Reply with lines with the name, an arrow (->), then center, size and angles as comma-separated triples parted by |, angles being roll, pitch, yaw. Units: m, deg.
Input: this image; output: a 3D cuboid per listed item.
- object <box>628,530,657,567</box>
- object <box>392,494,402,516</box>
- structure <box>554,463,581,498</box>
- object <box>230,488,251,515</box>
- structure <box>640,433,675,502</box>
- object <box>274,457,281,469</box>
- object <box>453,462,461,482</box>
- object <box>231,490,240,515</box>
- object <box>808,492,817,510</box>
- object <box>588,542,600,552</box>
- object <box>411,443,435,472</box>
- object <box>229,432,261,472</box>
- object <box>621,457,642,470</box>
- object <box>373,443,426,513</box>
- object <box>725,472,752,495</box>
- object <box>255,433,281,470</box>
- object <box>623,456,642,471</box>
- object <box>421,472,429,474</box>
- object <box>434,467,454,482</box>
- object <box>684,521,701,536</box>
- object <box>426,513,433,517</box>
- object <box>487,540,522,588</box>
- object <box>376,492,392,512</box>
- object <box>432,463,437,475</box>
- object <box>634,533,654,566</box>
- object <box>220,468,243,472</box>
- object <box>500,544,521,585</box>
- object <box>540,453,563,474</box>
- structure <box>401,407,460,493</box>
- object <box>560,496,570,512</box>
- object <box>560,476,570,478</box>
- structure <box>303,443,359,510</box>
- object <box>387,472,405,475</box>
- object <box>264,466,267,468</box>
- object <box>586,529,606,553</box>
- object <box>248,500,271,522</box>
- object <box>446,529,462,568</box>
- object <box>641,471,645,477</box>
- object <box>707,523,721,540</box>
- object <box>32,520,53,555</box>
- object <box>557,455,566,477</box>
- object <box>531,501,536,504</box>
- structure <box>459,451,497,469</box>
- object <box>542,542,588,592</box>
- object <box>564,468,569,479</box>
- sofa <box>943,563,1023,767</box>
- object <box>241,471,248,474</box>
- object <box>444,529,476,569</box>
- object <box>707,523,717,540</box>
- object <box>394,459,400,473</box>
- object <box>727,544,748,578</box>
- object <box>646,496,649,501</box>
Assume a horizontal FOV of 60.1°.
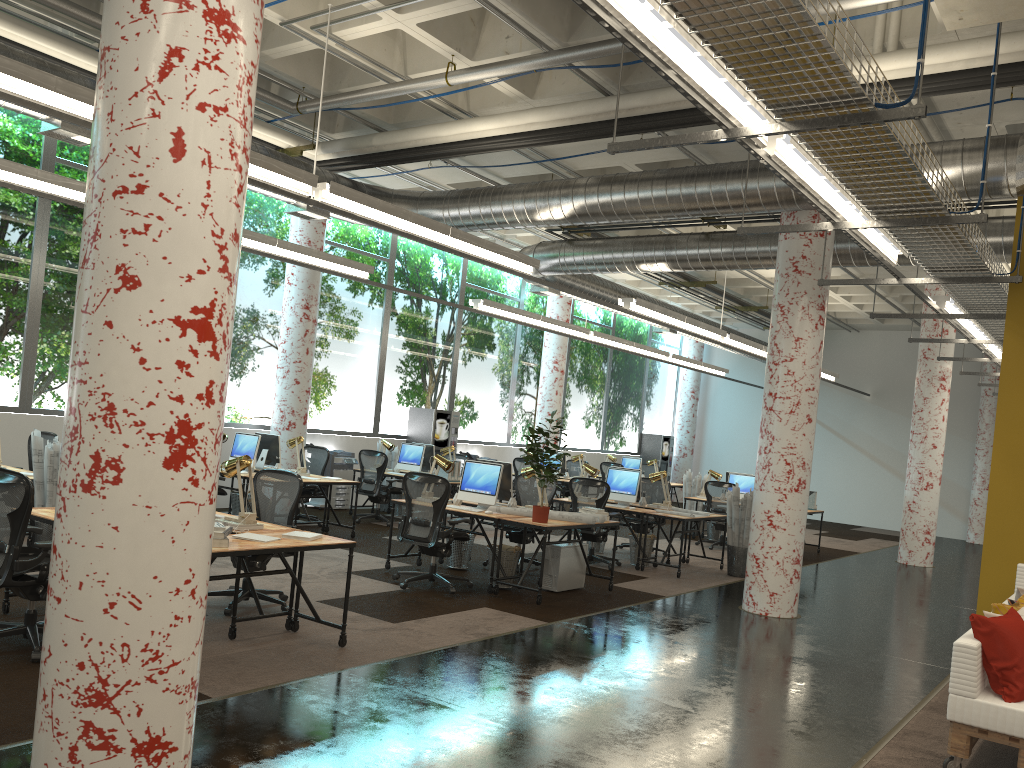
object -> 1.663, 2.124, 11.441 | 0.358, 0.435, 0.354 | 5, -1, 32
object -> -1.874, 1.941, 14.426 | 0.234, 0.403, 0.120 | 5, 0, 36
structure -> 1.233, 2.215, 20.349 | 0.502, 1.057, 1.061 | 5, -1, 36
object -> -3.633, 1.631, 11.946 | 0.358, 0.435, 0.354 | 5, -1, 32
structure -> 3.902, 2.283, 24.042 | 0.636, 1.810, 0.752 | 5, 0, 36
object -> -3.046, 1.054, 11.541 | 0.101, 0.209, 0.101 | 6, 0, -9
object -> -0.910, 1.297, 13.169 | 0.280, 0.302, 0.150 | 5, -1, 36
object -> -3.684, 1.637, 11.885 | 0.234, 0.403, 0.120 | 5, 0, 36
object -> 4.979, 1.959, 14.902 | 0.280, 0.302, 0.150 | 5, -1, 36
object -> 1.129, 2.127, 12.277 | 0.234, 0.403, 0.120 | 5, 0, 36
object -> -1.461, 1.209, 14.327 | 0.482, 0.485, 0.190 | 5, -1, 36
object -> -3.365, 0.867, 11.204 | 0.482, 0.485, 0.190 | 5, -1, 36
object -> 2.635, 1.874, 19.630 | 0.482, 0.485, 0.190 | 5, -1, 36
object -> -1.830, 1.516, 13.920 | 1.075, 1.209, 0.191 | 5, 0, 36
object -> 3.927, 1.787, 15.358 | 0.482, 0.485, 0.190 | 5, -1, 36
object -> -3.271, 0.905, 11.786 | 0.482, 0.485, 0.190 | 5, -1, 36
object -> 2.729, 1.912, 20.212 | 0.482, 0.485, 0.190 | 5, -1, 36
object -> -1.334, 1.464, 14.494 | 0.438, 0.017, 0.119 | 4, -3, 36
object -> -0.995, 1.283, 13.049 | 0.280, 0.302, 0.150 | 5, -1, 36
object -> 3.249, 2.536, 15.996 | 0.353, 0.398, 0.353 | 6, -1, -9
object -> -1.291, 1.959, 13.651 | 0.234, 0.403, 0.120 | 5, 0, 36
object -> -0.095, 1.801, 8.853 | 0.358, 0.435, 0.354 | 5, -1, 32
object -> -2.140, 1.958, 14.965 | 0.354, 0.398, 0.352 | 6, -1, -35
object -> -1.236, 1.357, 14.082 | 0.101, 0.209, 0.101 | 6, 0, -9
object -> 1.712, 2.145, 11.502 | 0.234, 0.403, 0.120 | 5, 0, 36
object -> -3.538, 1.076, 11.039 | 0.438, 0.017, 0.119 | 4, -3, 36
object -> -0.047, 1.822, 8.915 | 0.234, 0.403, 0.120 | 5, 0, 36
object -> 0.753, 1.558, 16.987 | 0.482, 0.485, 0.190 | 5, -1, 36
structure -> -1.505, 1.375, 16.450 | 0.636, 1.810, 0.752 | 5, 0, 36
object -> 1.017, 2.346, 16.894 | 0.234, 0.403, 0.120 | 5, 0, 36
object -> 0.974, 1.851, 17.736 | 0.438, 0.017, 0.119 | 4, -3, 36
structure -> -2.958, 1.512, 14.465 | 0.502, 1.057, 1.061 | 5, -1, 36
object -> -1.728, 1.380, 13.580 | 0.438, 0.017, 0.119 | 4, -3, 36
object -> -3.405, 1.138, 12.149 | 0.059, 0.029, 0.106 | 4, -3, 37
object -> 1.180, 2.121, 12.338 | 0.358, 0.435, 0.354 | 5, -1, 32
object -> -3.150, 1.634, 11.049 | 0.358, 0.435, 0.354 | 5, -1, 32
object -> -0.629, 1.804, 9.690 | 0.234, 0.403, 0.120 | 5, 0, 36
object -> 2.954, 2.061, 19.967 | 0.101, 0.209, 0.101 | 6, 0, -9
object -> 3.565, 2.513, 15.518 | 0.358, 0.435, 0.354 | 5, -1, 32
object -> -4.087, 1.414, 7.879 | 0.353, 0.398, 0.353 | 6, -1, -9
object -> 0.848, 1.596, 17.570 | 0.482, 0.485, 0.190 | 5, -1, 36
object -> 0.435, 2.328, 17.669 | 0.234, 0.403, 0.120 | 5, 0, 36
structure -> -0.649, 1.900, 17.707 | 0.502, 1.057, 1.061 | 5, -1, 36
object -> 0.540, 1.869, 9.115 | 0.220, 0.455, 0.543 | 5, -1, 36
object -> 1.073, 1.745, 17.324 | 0.101, 0.209, 0.101 | 6, 0, -9
sofa -> 3.909, 1.771, 5.182 | 2.013, 0.931, 2.864 | 4, -3, 36
object -> -3.276, 1.085, 10.842 | 0.059, 0.029, 0.106 | 4, -3, 37
object -> -0.578, 1.798, 9.751 | 0.358, 0.435, 0.354 | 5, -1, 32
object -> 3.514, 2.519, 15.457 | 0.234, 0.403, 0.120 | 5, 0, 36
object -> -1.808, 1.297, 13.991 | 0.101, 0.209, 0.101 | 6, 0, -9
object -> 2.918, 2.272, 11.349 | 0.353, 0.398, 0.353 | 6, -1, -9
object -> 2.899, 2.662, 19.536 | 0.234, 0.403, 0.120 | 5, 0, 36
